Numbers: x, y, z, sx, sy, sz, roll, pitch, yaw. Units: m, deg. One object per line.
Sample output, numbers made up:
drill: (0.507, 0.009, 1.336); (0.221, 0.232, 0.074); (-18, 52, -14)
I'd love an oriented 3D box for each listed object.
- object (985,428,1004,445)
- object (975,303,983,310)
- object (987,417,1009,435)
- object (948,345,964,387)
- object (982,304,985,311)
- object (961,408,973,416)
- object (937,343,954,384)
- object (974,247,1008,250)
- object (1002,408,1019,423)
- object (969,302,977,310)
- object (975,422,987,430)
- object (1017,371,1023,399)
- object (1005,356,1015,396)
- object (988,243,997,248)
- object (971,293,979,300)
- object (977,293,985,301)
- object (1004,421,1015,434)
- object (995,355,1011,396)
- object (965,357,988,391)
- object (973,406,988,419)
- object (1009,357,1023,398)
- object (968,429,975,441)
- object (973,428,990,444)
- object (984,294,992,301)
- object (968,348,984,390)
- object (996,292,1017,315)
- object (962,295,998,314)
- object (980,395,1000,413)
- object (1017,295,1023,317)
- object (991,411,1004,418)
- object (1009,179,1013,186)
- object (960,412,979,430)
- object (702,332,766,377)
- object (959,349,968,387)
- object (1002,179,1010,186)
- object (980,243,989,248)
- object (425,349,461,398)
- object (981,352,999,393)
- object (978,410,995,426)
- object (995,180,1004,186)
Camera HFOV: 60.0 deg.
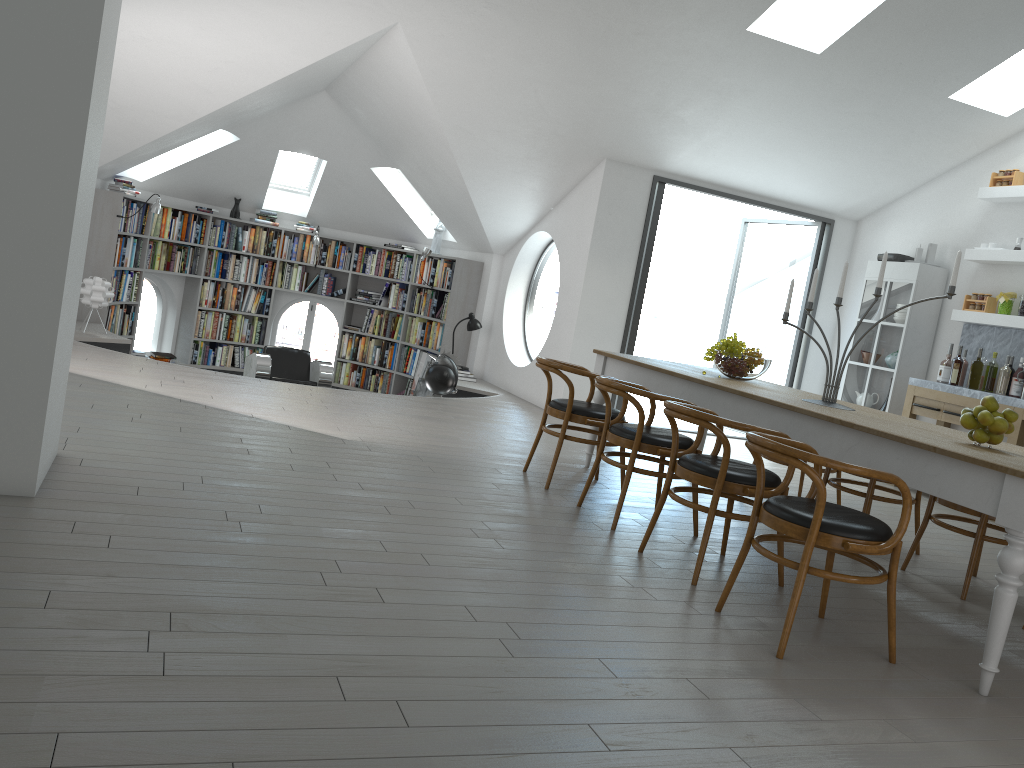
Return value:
object: (2.002, 0.216, 3.689); (0.078, 0.074, 0.080); (12, 6, 23)
object: (4.048, -0.663, 7.681); (0.058, 0.075, 0.059); (10, 5, 1)
object: (1.985, 0.171, 3.622); (0.077, 0.076, 0.076); (14, 6, 35)
object: (3.772, -0.151, 7.515); (0.093, 0.358, 0.092); (11, 4, 12)
object: (4.072, -0.653, 7.619); (0.058, 0.075, 0.059); (10, 5, 1)
object: (1.937, 0.134, 3.746); (0.071, 0.063, 0.072); (7, 6, -28)
object: (3.789, -0.177, 7.711); (0.085, 0.359, 0.088); (10, 4, 0)
object: (4.128, -1.151, 7.631); (0.113, 0.025, 0.296); (8, 6, -22)
object: (2.057, 0.132, 3.662); (0.062, 0.059, 0.062); (8, 5, -21)
object: (4.025, -0.674, 7.743); (0.058, 0.075, 0.059); (10, 5, 1)
object: (1.984, 0.180, 3.757); (0.059, 0.056, 0.060); (8, 6, -27)
object: (4.103, -0.041, 7.008); (0.114, 0.339, 0.165); (9, 5, -19)
object: (4.077, -0.067, 7.282); (0.085, 0.330, 0.085); (9, 4, -13)
object: (4.133, -1.179, 7.629); (0.054, 0.071, 0.054); (8, 5, -23)
object: (4.040, -0.759, 7.736); (0.058, 0.075, 0.059); (10, 5, 1)
object: (4.064, -0.748, 7.674); (0.058, 0.075, 0.059); (10, 5, 1)
object: (2.035, 0.180, 3.643); (0.051, 0.053, 0.053); (7, 6, -30)
object: (3.993, -0.070, 7.187); (0.085, 0.330, 0.085); (9, 4, -13)
object: (3.965, -0.089, 7.497); (0.184, 0.285, 0.184); (10, 5, 2)
object: (1.938, 0.117, 3.669); (0.058, 0.057, 0.053); (10, 5, -7)
object: (4.101, -0.051, 7.177); (0.081, 0.329, 0.081); (11, 4, 5)
object: (1.944, 0.216, 3.727); (0.049, 0.050, 0.051); (9, 5, -18)
object: (1.936, 0.214, 3.657); (0.063, 0.063, 0.064); (9, 5, -11)
object: (4.087, -0.737, 7.612); (0.058, 0.075, 0.059); (10, 5, 1)
object: (3.845, -0.122, 7.333); (0.093, 0.358, 0.092); (12, 5, 22)
object: (4.133, -0.673, 7.426); (0.128, 0.199, 0.164); (8, 5, -27)
object: (4.052, -0.687, 7.677); (0.120, 0.146, 0.238); (8, 6, -22)
object: (1.991, 0.084, 3.692); (0.072, 0.074, 0.073); (8, 5, -22)
object: (4.205, -0.634, 7.243); (0.120, 0.182, 0.120); (10, 5, -7)
object: (2.003, 0.138, 3.663); (0.053, 0.050, 0.053); (14, 7, 39)
object: (4.263, -1.705, 7.539); (0.058, 0.075, 0.059); (10, 5, 1)
object: (1.905, 0.155, 3.693); (0.071, 0.072, 0.071); (13, 6, 33)
object: (1.376, -0.170, 5.425); (0.293, 0.284, 0.393); (13, 6, 32)
object: (3.897, -0.138, 7.674); (0.085, 0.330, 0.085); (9, 4, -13)
object: (4.239, -1.716, 7.602); (0.058, 0.075, 0.059); (10, 5, 1)
object: (4.108, -1.185, 7.698); (0.057, 0.061, 0.058); (8, 5, -22)
object: (-0.715, -0.070, 8.942); (0.322, 0.561, 0.319); (14, 6, 41)
object: (3.962, -0.096, 7.326); (0.092, 0.338, 0.092); (10, 4, -4)
object: (1.933, 0.139, 3.613); (0.062, 0.063, 0.063); (13, 6, 30)
object: (4.215, -1.726, 7.664); (0.058, 0.075, 0.059); (10, 5, 1)
